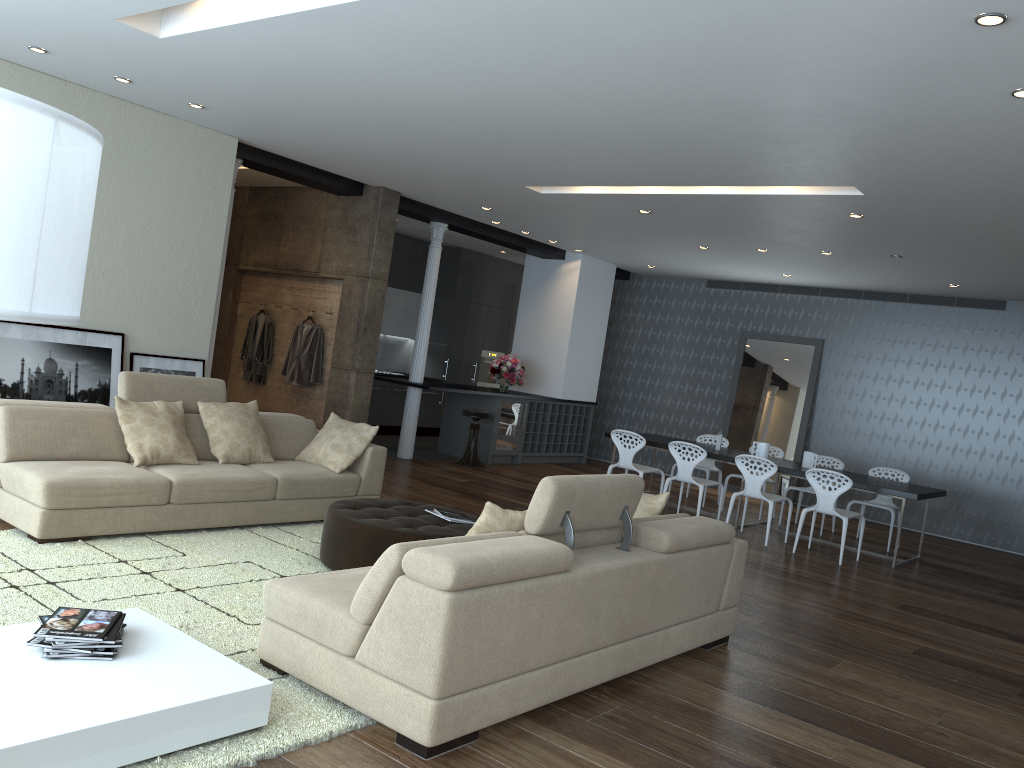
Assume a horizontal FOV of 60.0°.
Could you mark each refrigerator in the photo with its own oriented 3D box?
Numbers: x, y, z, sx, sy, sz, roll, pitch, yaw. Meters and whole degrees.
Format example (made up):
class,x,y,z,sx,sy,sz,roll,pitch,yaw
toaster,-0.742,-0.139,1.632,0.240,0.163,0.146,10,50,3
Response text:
class,x,y,z,sx,sy,sz,roll,pitch,yaw
refrigerator,-0.041,0.560,11.747,0.075,0.774,0.578,10,2,42

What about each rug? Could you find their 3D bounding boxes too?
class,x,y,z,sx,sy,sz,roll,pitch,yaw
rug,-1.194,1.106,4.824,2.972,0.020,4.231,10,2,38

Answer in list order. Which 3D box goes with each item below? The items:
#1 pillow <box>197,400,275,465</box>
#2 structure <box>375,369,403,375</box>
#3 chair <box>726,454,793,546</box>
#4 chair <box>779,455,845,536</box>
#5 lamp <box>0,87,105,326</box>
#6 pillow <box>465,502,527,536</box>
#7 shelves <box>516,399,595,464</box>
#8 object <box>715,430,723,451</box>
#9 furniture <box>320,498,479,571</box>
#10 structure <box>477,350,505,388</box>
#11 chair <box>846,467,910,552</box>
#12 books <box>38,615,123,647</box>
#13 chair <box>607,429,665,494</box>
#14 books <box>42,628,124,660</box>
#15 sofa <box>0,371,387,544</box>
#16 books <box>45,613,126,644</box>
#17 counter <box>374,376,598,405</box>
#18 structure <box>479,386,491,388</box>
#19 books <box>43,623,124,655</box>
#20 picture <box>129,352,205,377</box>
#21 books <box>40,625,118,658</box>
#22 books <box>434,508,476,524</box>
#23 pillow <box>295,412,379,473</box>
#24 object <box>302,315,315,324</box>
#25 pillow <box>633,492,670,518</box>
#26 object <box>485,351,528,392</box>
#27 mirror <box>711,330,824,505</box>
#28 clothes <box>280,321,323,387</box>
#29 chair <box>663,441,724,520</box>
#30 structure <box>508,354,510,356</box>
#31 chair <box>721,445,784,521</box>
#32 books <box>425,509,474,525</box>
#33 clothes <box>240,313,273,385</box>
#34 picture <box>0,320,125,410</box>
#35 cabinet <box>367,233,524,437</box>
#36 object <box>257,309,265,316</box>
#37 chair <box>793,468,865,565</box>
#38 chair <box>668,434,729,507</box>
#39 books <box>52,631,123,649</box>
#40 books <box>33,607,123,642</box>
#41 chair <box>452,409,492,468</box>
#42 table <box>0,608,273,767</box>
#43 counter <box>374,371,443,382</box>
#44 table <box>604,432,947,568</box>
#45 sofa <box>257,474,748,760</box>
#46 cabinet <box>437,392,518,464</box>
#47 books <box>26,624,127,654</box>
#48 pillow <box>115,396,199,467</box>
class,x,y,z,sx,sy,sz,roll,pitch,yaw
pillow,-1.972,0.341,6.355,0.301,0.439,0.534,10,2,34
structure,-2.084,-0.191,13.127,0.520,0.066,0.900,10,2,38
chair,2.425,1.116,8.708,0.495,0.835,0.581,10,2,38
chair,3.406,1.224,9.991,0.495,0.835,0.581,10,2,38
lamp,-1.238,0.331,1.613,0.698,1.728,0.698,8,2,-28
pillow,-0.046,0.712,4.049,0.368,0.416,0.519,10,2,42
shelves,0.309,0.637,12.916,0.900,0.897,1.700,10,2,38
object,2.306,0.624,9.915,0.076,0.233,0.161,9,2,19
furniture,-0.648,0.978,5.530,1.057,0.355,1.057,10,2,40
structure,-0.554,-0.281,14.928,0.591,0.596,0.595,10,2,38
chair,3.953,1.319,9.561,0.495,0.835,0.581,10,2,38
books,-1.537,0.870,3.152,0.220,0.010,0.300,7,2,-37
chair,1.312,0.921,9.599,0.495,0.835,0.581,10,2,38
books,-1.520,0.921,3.161,0.220,0.010,0.300,8,2,-17
sofa,-2.135,0.453,6.149,1.021,0.950,2.581,10,2,38
books,-1.512,0.864,3.160,0.220,0.010,0.300,8,2,-17
counter,-0.231,0.107,12.111,1.000,0.040,3.700,10,2,38
structure,-0.643,0.313,14.946,0.591,0.596,0.595,10,2,38
books,-1.517,0.902,3.161,0.220,0.010,0.300,8,2,-17
picture,-2.984,0.258,7.663,0.195,0.988,0.700,10,2,38
books,-1.543,0.908,3.154,0.220,0.010,0.300,7,2,-32
books,-0.355,0.832,5.587,0.220,0.040,0.301,8,2,-17
pillow,-1.327,0.446,6.811,0.518,0.393,0.395,10,2,34
object,-2.280,-0.724,10.001,0.430,0.219,0.010,10,2,38
pillow,0.620,0.785,5.282,0.518,0.393,0.395,10,2,41
object,-0.072,-0.166,12.090,0.570,0.552,0.544,10,2,44
mirror,3.556,0.436,12.408,1.200,2.294,0.240,10,2,38
clothes,-2.355,-0.343,10.008,0.700,0.735,0.173,10,2,36
chair,1.856,1.016,9.166,0.495,0.835,0.581,10,2,38
structure,-0.113,-0.303,15.475,0.528,0.452,0.595,10,2,38
chair,2.858,1.128,10.421,0.495,0.835,0.581,10,2,38
books,-0.381,0.836,5.579,0.219,0.031,0.300,7,2,-37
clothes,-3.053,-0.439,10.566,0.569,0.855,0.141,10,2,38
picture,-3.584,0.118,6.846,0.225,1.140,1.183,10,2,38
cabinet,-1.228,-0.693,14.158,0.827,2.980,7.409,10,2,38
object,-2.976,-0.846,10.562,0.430,0.219,0.010,10,2,38
chair,2.980,1.212,8.298,0.495,0.835,0.581,10,2,38
chair,2.311,1.033,10.850,0.495,0.835,0.581,10,2,38
books,-1.515,0.883,3.160,0.220,0.010,0.300,8,2,-27
books,-1.534,0.851,3.152,0.220,0.010,0.300,8,2,-12
chair,1.583,1.196,8.441,21.556,0.952,16.134,10,2,38
table,-1.462,1.026,2.992,0.900,0.170,0.900,10,2,38
counter,-2.500,-0.129,12.679,0.807,0.223,3.597,10,2,38
table,2.705,1.181,9.643,3.400,0.733,1.200,10,2,38
sofa,0.161,0.854,4.347,1.021,0.950,2.581,10,2,38
cabinet,-0.404,0.558,11.990,0.900,0.897,0.642,10,2,38
books,-1.540,0.889,3.153,0.220,0.010,0.300,8,2,-2
pillow,-2.344,0.311,5.853,0.368,0.416,0.519,10,2,33
